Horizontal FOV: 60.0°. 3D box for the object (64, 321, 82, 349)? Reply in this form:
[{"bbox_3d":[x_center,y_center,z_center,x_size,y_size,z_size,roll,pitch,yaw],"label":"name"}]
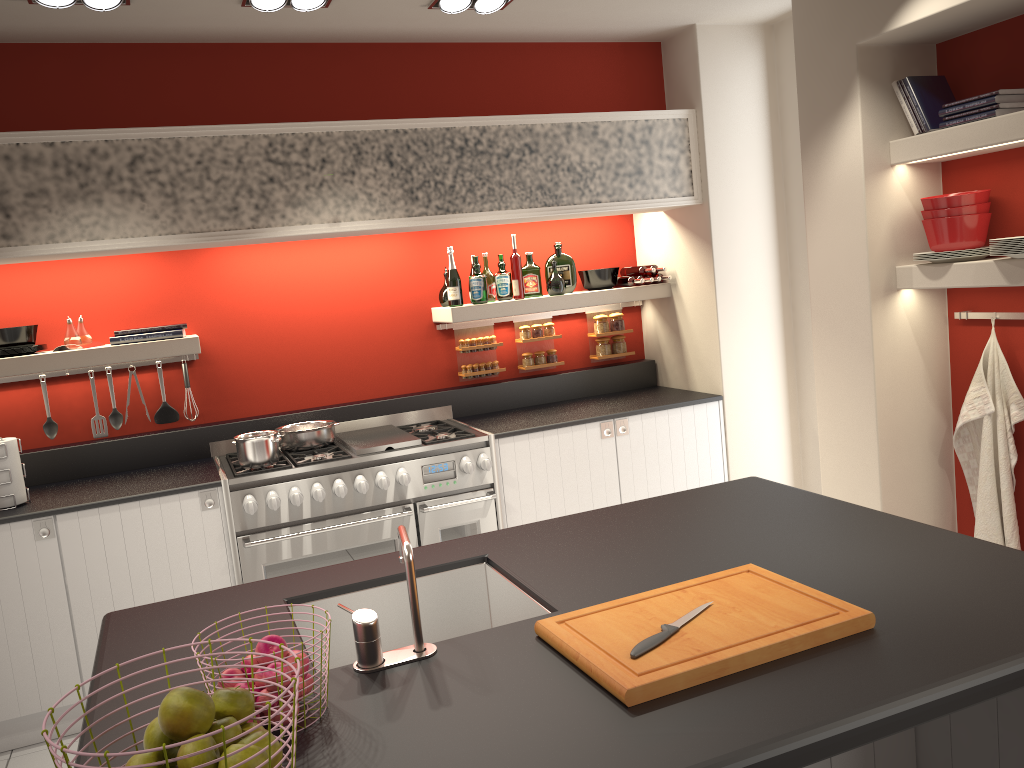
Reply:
[{"bbox_3d":[-2.109,-0.234,4.247,0.076,0.131,0.076,-3,7,21],"label":"object"}]

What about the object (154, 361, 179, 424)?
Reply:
[{"bbox_3d":[-1.809,0.044,4.599,0.123,0.330,0.040,-8,7,-21],"label":"object"}]

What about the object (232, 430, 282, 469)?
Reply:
[{"bbox_3d":[-1.202,0.312,4.195,0.201,0.148,0.201,-10,8,-28],"label":"object"}]

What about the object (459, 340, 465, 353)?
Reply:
[{"bbox_3d":[-0.289,-0.217,5.121,0.034,0.078,0.034,-6,7,0],"label":"object"}]

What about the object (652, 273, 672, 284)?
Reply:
[{"bbox_3d":[0.864,-0.636,5.360,0.061,0.061,0.366,-8,7,-21],"label":"object"}]

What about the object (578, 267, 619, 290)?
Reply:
[{"bbox_3d":[0.525,-0.629,5.325,0.251,0.121,0.251,-11,9,-39],"label":"object"}]

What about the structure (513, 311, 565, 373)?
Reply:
[{"bbox_3d":[0.158,-0.248,5.283,0.256,0.347,0.130,-8,7,-21],"label":"structure"}]

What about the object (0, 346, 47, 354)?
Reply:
[{"bbox_3d":[-2.365,-0.153,4.218,0.280,0.016,0.280,-9,8,-22],"label":"object"}]

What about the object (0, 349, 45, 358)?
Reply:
[{"bbox_3d":[-2.364,-0.142,4.219,0.280,0.016,0.280,-9,8,-22],"label":"object"}]

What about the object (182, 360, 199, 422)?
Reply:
[{"bbox_3d":[-1.690,0.035,4.626,0.069,0.327,0.069,-12,9,-43],"label":"object"}]

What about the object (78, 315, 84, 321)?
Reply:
[{"bbox_3d":[-2.105,-0.320,4.328,0.026,0.032,0.023,-11,9,-38],"label":"object"}]

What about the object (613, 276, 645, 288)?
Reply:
[{"bbox_3d":[0.690,-0.610,5.291,0.062,0.062,0.366,-8,7,-21],"label":"object"}]

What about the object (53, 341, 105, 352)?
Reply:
[{"bbox_3d":[-2.098,-0.184,4.297,0.160,0.027,0.183,-5,7,7],"label":"object"}]

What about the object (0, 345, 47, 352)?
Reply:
[{"bbox_3d":[-2.366,-0.158,4.217,0.280,0.016,0.280,-9,8,-22],"label":"object"}]

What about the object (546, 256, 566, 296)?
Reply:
[{"bbox_3d":[0.246,-0.620,5.059,0.113,0.226,0.113,-7,7,-10],"label":"object"}]

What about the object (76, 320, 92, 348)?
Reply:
[{"bbox_3d":[-2.099,-0.246,4.335,0.077,0.134,0.076,-11,8,-37],"label":"object"}]

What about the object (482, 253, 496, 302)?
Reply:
[{"bbox_3d":[-0.140,-0.604,5.033,0.080,0.278,0.080,-8,7,-17],"label":"object"}]

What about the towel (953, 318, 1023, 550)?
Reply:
[{"bbox_3d":[2.005,0.408,3.758,0.141,1.361,0.341,-8,7,-20],"label":"towel"}]

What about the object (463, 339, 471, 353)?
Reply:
[{"bbox_3d":[-0.259,-0.217,5.091,0.034,0.078,0.034,-6,7,0],"label":"object"}]

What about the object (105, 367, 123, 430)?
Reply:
[{"bbox_3d":[-2.023,0.074,4.495,0.067,0.323,0.022,-9,7,-22],"label":"object"}]

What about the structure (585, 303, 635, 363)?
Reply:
[{"bbox_3d":[0.603,-0.314,5.454,0.256,0.347,0.130,-8,7,-21],"label":"structure"}]

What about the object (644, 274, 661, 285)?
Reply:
[{"bbox_3d":[0.798,-0.629,5.355,0.061,0.061,0.366,-8,7,-21],"label":"object"}]

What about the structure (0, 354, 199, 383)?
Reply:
[{"bbox_3d":[-2.272,-0.051,4.412,1.355,0.034,0.054,-9,7,-21],"label":"structure"}]

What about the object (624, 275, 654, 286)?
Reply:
[{"bbox_3d":[0.748,-0.619,5.313,0.062,0.062,0.366,-8,7,-21],"label":"object"}]

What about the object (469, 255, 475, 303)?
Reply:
[{"bbox_3d":[-0.213,-0.603,5.098,0.084,0.277,0.084,-8,7,-17],"label":"object"}]

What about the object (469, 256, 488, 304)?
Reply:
[{"bbox_3d":[-0.188,-0.575,4.900,0.094,0.264,0.094,-10,8,-32],"label":"object"}]

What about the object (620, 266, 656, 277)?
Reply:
[{"bbox_3d":[0.763,-0.678,5.339,0.062,0.062,0.366,-8,7,-21],"label":"object"}]

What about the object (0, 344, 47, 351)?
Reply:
[{"bbox_3d":[-2.366,-0.163,4.217,0.280,0.016,0.280,-9,8,-22],"label":"object"}]

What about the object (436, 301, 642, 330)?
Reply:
[{"bbox_3d":[0.186,-0.419,5.360,1.355,0.034,0.048,-9,7,-21],"label":"object"}]

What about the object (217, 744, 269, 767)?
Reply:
[{"bbox_3d":[-0.373,0.531,1.233,0.067,0.068,0.067,-2,8,31],"label":"object"}]

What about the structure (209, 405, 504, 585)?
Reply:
[{"bbox_3d":[-0.760,0.778,4.531,1.322,1.084,0.778,-8,7,-21],"label":"structure"}]

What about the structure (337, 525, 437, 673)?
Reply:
[{"bbox_3d":[-0.274,0.453,1.885,0.183,0.248,0.224,-8,7,-21],"label":"structure"}]

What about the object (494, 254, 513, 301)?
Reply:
[{"bbox_3d":[-0.052,-0.615,5.125,0.094,0.262,0.094,-1,8,35],"label":"object"}]

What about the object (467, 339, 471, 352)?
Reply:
[{"bbox_3d":[-0.253,-0.223,5.135,0.034,0.078,0.034,-6,7,0],"label":"object"}]

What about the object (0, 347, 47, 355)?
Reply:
[{"bbox_3d":[-2.365,-0.148,4.219,0.280,0.016,0.280,-9,8,-22],"label":"object"}]

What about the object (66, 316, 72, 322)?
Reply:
[{"bbox_3d":[-2.117,-0.308,4.238,0.024,0.031,0.023,-3,7,21],"label":"object"}]

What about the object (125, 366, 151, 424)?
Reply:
[{"bbox_3d":[-1.933,0.057,4.531,0.124,0.296,0.009,-8,7,-21],"label":"object"}]

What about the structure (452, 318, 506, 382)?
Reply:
[{"bbox_3d":[-0.191,-0.195,5.149,0.256,0.347,0.130,-8,7,-21],"label":"structure"}]

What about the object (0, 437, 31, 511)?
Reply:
[{"bbox_3d":[-2.219,0.385,3.858,0.163,0.304,0.168,-5,7,8],"label":"object"}]

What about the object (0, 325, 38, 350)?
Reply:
[{"bbox_3d":[-2.372,-0.215,4.211,0.232,0.108,0.233,-3,7,20],"label":"object"}]

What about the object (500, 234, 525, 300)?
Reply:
[{"bbox_3d":[-0.003,-0.662,5.040,0.062,0.365,0.210,-8,7,-21],"label":"object"}]

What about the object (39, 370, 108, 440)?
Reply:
[{"bbox_3d":[-2.196,0.114,4.427,0.287,0.351,0.022,-8,7,-20],"label":"object"}]

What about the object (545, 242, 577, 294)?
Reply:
[{"bbox_3d":[0.283,-0.681,5.215,0.186,0.303,0.057,-5,7,9],"label":"object"}]

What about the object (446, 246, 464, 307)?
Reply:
[{"bbox_3d":[-0.324,-0.590,4.869,0.083,0.331,0.083,0,9,40],"label":"object"}]

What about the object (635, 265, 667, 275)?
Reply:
[{"bbox_3d":[0.829,-0.685,5.340,0.062,0.062,0.366,-8,7,-21],"label":"object"}]

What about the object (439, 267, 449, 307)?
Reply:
[{"bbox_3d":[-0.367,-0.557,5.054,0.113,0.226,0.113,-3,7,20],"label":"object"}]

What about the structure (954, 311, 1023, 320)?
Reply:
[{"bbox_3d":[2.357,-0.216,2.858,0.063,0.034,2.224,-8,7,-21],"label":"structure"}]

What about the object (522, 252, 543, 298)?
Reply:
[{"bbox_3d":[0.111,-0.633,5.140,0.112,0.260,0.071,-5,7,8],"label":"object"}]

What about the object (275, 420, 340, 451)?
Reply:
[{"bbox_3d":[-1.064,0.267,4.595,0.309,0.104,0.309,-5,7,7],"label":"object"}]
